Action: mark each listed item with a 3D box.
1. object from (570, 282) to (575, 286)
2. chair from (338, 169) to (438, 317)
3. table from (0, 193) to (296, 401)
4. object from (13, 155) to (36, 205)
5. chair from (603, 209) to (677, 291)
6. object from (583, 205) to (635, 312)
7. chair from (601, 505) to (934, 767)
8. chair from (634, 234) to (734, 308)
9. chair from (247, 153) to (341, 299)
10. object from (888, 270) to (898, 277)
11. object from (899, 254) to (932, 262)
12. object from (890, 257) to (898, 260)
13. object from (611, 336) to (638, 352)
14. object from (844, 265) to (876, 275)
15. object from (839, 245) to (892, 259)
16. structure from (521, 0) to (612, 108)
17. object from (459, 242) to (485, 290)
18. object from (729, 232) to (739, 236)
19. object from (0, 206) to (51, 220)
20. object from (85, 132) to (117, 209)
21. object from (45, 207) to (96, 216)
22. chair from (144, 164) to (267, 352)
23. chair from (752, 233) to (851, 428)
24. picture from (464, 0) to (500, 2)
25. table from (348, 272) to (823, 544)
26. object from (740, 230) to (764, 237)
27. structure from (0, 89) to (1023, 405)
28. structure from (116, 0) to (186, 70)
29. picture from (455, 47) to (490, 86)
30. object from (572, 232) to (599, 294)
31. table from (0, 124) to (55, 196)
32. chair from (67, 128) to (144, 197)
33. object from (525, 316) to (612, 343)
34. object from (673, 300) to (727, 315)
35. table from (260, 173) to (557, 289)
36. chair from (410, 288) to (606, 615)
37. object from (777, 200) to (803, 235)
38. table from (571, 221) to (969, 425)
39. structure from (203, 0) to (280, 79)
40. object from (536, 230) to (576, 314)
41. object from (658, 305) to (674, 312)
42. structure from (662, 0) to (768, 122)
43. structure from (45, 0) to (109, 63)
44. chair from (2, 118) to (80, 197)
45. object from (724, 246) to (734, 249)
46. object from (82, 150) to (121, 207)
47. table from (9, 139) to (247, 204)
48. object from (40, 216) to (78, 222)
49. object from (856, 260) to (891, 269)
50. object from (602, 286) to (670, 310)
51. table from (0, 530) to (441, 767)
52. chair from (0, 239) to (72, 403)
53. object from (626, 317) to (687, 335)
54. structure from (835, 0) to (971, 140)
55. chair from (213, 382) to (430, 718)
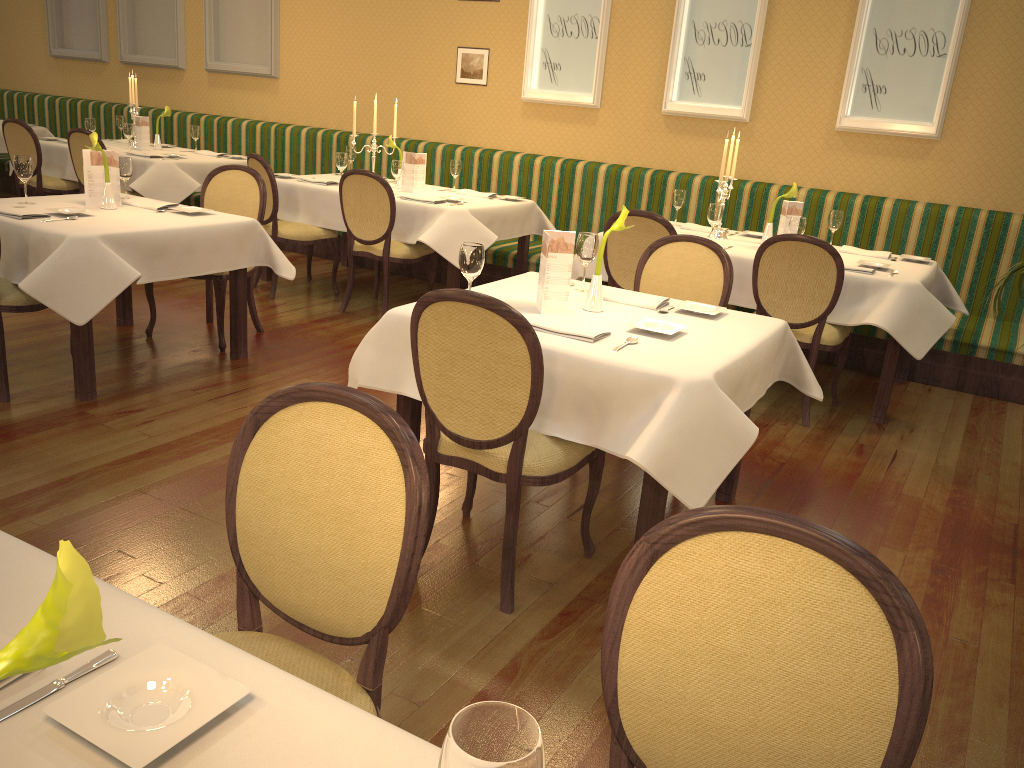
[{"bbox_3d":[0.202,-0.387,3.530,0.017,0.010,0.185,15,20,28],"label":"object"},{"bbox_3d":[-0.843,-0.939,5.864,0.530,0.955,0.571,15,20,27],"label":"chair"},{"bbox_3d":[-2.066,-0.490,4.453,1.395,0.759,1.389,15,20,28],"label":"table"},{"bbox_3d":[-2.382,-0.997,4.336,0.088,0.229,0.088,-1,19,-19],"label":"object"},{"bbox_3d":[0.761,-0.523,5.028,0.530,0.955,0.571,15,20,27],"label":"chair"},{"bbox_3d":[0.343,-0.450,3.169,0.163,0.375,0.076,-9,23,-38],"label":"object"},{"bbox_3d":[0.212,0.697,1.123,0.530,0.955,0.571,15,20,27],"label":"chair"},{"bbox_3d":[0.627,-0.134,3.793,0.530,0.955,0.571,15,20,27],"label":"chair"},{"bbox_3d":[-1.549,-1.121,6.227,0.571,0.955,0.530,-8,22,-35],"label":"chair"},{"bbox_3d":[1.961,-0.571,4.577,0.038,0.015,0.181,15,20,28],"label":"object"},{"bbox_3d":[2.325,-0.718,5.116,0.160,0.024,0.160,15,20,27],"label":"object"},{"bbox_3d":[2.213,-0.727,5.125,0.038,0.015,0.181,15,20,28],"label":"object"},{"bbox_3d":[0.347,-0.124,2.754,0.038,0.015,0.181,15,20,28],"label":"object"},{"bbox_3d":[1.746,-0.611,4.630,0.273,0.024,0.142,15,20,27],"label":"object"},{"bbox_3d":[2.077,-0.774,5.211,0.273,0.033,0.142,15,20,27],"label":"object"},{"bbox_3d":[0.524,-3.648,6.638,0.687,2.985,0.200,15,20,27],"label":"structure"},{"bbox_3d":[-0.141,-0.359,2.991,0.088,0.229,0.088,1,18,-13],"label":"object"},{"bbox_3d":[1.393,-0.944,5.574,0.017,0.010,0.185,15,20,28],"label":"object"},{"bbox_3d":[-2.259,-0.784,4.055,0.273,0.024,0.142,15,20,27],"label":"object"},{"bbox_3d":[-2.008,-1.043,4.343,0.076,0.375,0.163,7,18,5],"label":"object"},{"bbox_3d":[-2.074,-0.805,4.165,0.160,0.024,0.160,15,20,27],"label":"object"},{"bbox_3d":[-1.695,-0.738,5.009,0.530,0.955,0.571,11,19,17],"label":"chair"},{"bbox_3d":[1.472,-0.326,4.620,0.530,0.955,0.571,15,20,27],"label":"chair"},{"bbox_3d":[-0.261,-3.263,7.186,0.401,0.294,0.008,15,20,27],"label":"picture"},{"bbox_3d":[0.265,0.116,3.236,1.395,0.759,1.389,15,20,28],"label":"table"},{"bbox_3d":[1.524,-0.932,5.554,0.160,0.024,0.160,15,20,27],"label":"object"},{"bbox_3d":[-2.072,-1.836,8.172,14.516,1.031,0.850,15,20,27],"label":"structure"},{"bbox_3d":[-3.587,-4.772,8.768,0.956,3.103,0.200,15,20,27],"label":"structure"},{"bbox_3d":[-0.332,-2.649,7.395,0.313,0.294,0.008,15,20,27],"label":"picture"},{"bbox_3d":[0.288,-0.474,3.465,0.088,0.229,0.088,1,18,-13],"label":"object"},{"bbox_3d":[-5.742,-2.306,9.024,2.152,0.759,1.385,15,20,27],"label":"table"},{"bbox_3d":[-3.185,-1.547,7.087,0.530,0.955,0.571,15,20,27],"label":"chair"},{"bbox_3d":[0.170,-0.182,2.874,0.273,0.024,0.142,15,20,27],"label":"object"},{"bbox_3d":[0.698,-0.274,3.299,0.160,0.024,0.160,15,20,27],"label":"object"},{"bbox_3d":[-0.864,-1.039,6.477,2.152,0.759,1.385,15,20,27],"label":"table"},{"bbox_3d":[-0.034,0.137,2.776,0.530,0.955,0.571,15,20,27],"label":"chair"},{"bbox_3d":[1.563,-0.904,5.069,0.166,0.277,0.081,-12,25,-42],"label":"object"},{"bbox_3d":[1.468,-0.434,5.259,2.152,0.759,1.385,15,20,27],"label":"table"},{"bbox_3d":[-2.489,-4.487,8.195,0.956,3.103,0.200,15,20,27],"label":"structure"},{"bbox_3d":[0.131,-0.396,3.112,0.081,0.277,0.166,17,22,33],"label":"object"},{"bbox_3d":[0.587,-0.283,3.308,0.038,0.015,0.181,15,20,28],"label":"object"},{"bbox_3d":[1.557,-3.380,6.098,0.661,2.985,0.200,15,20,27],"label":"structure"},{"bbox_3d":[-4.609,-5.038,9.302,0.956,3.103,0.200,15,20,27],"label":"structure"},{"bbox_3d":[-3.907,-1.735,7.465,0.530,0.955,0.571,15,20,27],"label":"chair"},{"bbox_3d":[1.212,-0.768,4.983,0.017,0.010,0.185,15,20,27],"label":"object"},{"bbox_3d":[-2.064,-1.039,4.480,0.166,0.277,0.081,0,19,-14],"label":"object"},{"bbox_3d":[-3.200,-1.646,7.696,2.152,0.759,1.385,15,20,27],"label":"table"},{"bbox_3d":[-2.044,-0.745,4.002,0.038,0.015,0.181,15,20,28],"label":"object"},{"bbox_3d":[1.931,-0.631,4.740,0.160,0.024,0.160,15,20,27],"label":"object"},{"bbox_3d":[0.451,-0.330,3.394,0.273,0.033,0.142,15,20,27],"label":"object"},{"bbox_3d":[-0.469,0.868,0.717,2.152,0.759,1.385,15,20,27],"label":"table"},{"bbox_3d":[-2.339,-0.461,3.978,0.530,0.955,0.571,8,18,8],"label":"chair"},{"bbox_3d":[0.483,-0.184,2.962,0.160,0.024,0.160,15,20,27],"label":"object"},{"bbox_3d":[2.653,-3.095,5.526,0.670,2.985,0.200,15,20,27],"label":"structure"},{"bbox_3d":[-0.455,0.523,1.472,0.530,0.955,0.571,15,20,27],"label":"chair"}]
